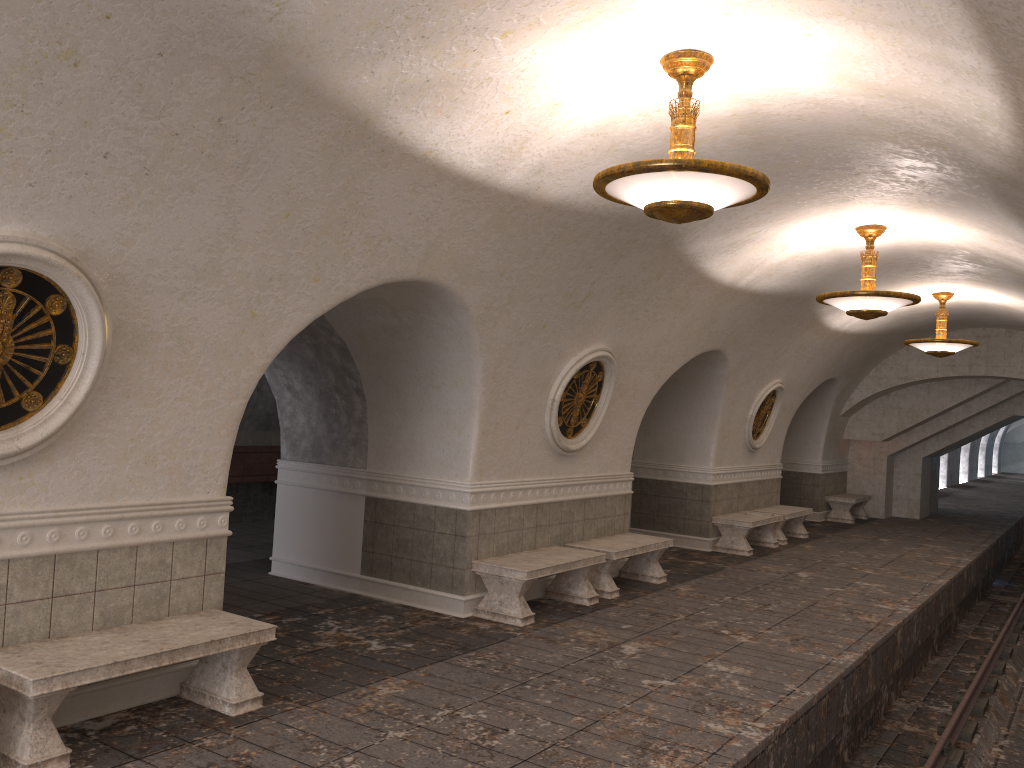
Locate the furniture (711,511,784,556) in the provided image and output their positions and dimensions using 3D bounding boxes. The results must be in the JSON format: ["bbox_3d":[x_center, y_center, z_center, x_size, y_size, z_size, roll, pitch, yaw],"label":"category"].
[{"bbox_3d":[3.604,2.267,13.544,0.613,0.508,1.509,2,-2,34],"label":"furniture"}]

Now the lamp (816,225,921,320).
[{"bbox_3d":[3.678,-1.132,9.147,1.008,0.955,1.008,5,-2,-40],"label":"lamp"}]

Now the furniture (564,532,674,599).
[{"bbox_3d":[1.219,2.027,9.997,0.613,0.508,1.509,2,-2,34],"label":"furniture"}]

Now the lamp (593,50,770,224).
[{"bbox_3d":[0.989,-1.402,5.146,1.008,0.955,1.008,5,-2,-40],"label":"lamp"}]

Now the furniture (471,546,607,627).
[{"bbox_3d":[0.283,1.933,8.603,0.613,0.508,1.509,2,-2,34],"label":"furniture"}]

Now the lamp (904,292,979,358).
[{"bbox_3d":[6.369,-0.861,13.149,1.008,0.955,1.008,4,-2,-10],"label":"lamp"}]

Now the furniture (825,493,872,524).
[{"bbox_3d":[7.115,2.620,18.766,0.613,0.508,1.509,2,-2,34],"label":"furniture"}]

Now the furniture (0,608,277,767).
[{"bbox_3d":[-2.134,1.690,5.008,0.613,0.508,1.509,2,-2,34],"label":"furniture"}]

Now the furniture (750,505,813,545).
[{"bbox_3d":[4.541,2.361,14.937,0.613,0.508,1.509,2,-2,34],"label":"furniture"}]
